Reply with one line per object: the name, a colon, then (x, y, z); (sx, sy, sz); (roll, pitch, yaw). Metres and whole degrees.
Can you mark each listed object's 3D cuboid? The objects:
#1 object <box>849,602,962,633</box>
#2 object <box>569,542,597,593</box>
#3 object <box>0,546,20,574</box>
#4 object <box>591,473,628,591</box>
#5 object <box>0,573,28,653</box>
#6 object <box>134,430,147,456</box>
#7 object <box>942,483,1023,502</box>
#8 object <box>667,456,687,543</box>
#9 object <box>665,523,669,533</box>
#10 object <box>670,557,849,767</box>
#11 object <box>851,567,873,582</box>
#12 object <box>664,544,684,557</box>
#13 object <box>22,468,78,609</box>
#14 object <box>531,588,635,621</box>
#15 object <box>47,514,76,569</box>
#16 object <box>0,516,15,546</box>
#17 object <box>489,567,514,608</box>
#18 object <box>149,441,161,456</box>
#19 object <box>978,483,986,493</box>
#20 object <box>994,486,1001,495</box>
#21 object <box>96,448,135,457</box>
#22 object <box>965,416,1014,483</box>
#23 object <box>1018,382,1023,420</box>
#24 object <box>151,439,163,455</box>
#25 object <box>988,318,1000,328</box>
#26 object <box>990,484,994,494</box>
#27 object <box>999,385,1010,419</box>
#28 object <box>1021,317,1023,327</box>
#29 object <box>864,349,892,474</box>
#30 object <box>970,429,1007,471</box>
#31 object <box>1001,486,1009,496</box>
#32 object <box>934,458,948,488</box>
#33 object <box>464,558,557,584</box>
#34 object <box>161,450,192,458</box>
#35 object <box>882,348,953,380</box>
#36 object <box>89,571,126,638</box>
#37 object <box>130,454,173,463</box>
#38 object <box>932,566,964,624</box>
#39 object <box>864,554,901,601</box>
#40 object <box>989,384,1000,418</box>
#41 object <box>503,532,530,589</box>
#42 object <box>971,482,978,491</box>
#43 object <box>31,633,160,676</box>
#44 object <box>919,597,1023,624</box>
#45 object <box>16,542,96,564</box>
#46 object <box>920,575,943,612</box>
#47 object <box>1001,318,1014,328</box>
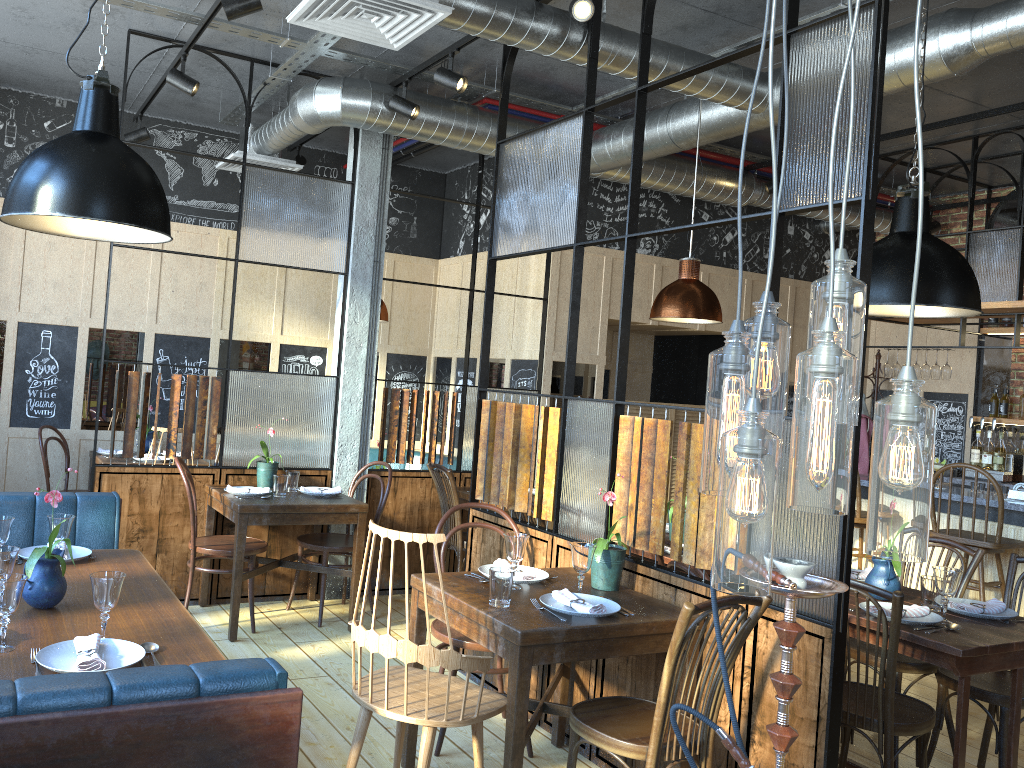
object: (1.408, 0.819, 3.159); (0.259, 0.051, 0.337); (4, 0, -27)
object: (0.245, 0.662, 3.112); (0.103, 0.192, 0.094); (4, -1, 35)
object: (-1.556, 0.597, 2.680); (0.098, 0.192, 0.098); (4, -1, -1)
object: (0.366, 0.554, 3.300); (0.140, 0.427, 0.207); (4, -1, 3)
object: (-1.353, 0.613, 2.354); (0.098, 0.192, 0.098); (4, -1, -1)
object: (-2.744, 0.435, 6.481); (0.103, 0.192, 0.094); (4, -1, 31)
object: (2.913, 0.645, 5.666); (0.192, 0.106, 0.799); (4, 0, -31)
object: (0.885, 0.589, 4.492); (0.203, 0.427, 0.146); (4, -1, 4)
object: (0.884, 0.777, 4.806); (0.259, 0.051, 0.337); (4, 0, -27)
object: (0.410, 0.642, 1.489); (0.161, 0.704, 0.272); (5, -1, -39)
object: (1.467, 0.822, 3.843); (0.259, 0.051, 0.337); (4, 0, -27)
object: (0.828, 0.774, 4.122); (0.259, 0.051, 0.337); (4, 0, -27)
object: (-1.449, 0.486, 2.755); (0.134, 0.431, 0.222); (4, -1, -12)
object: (0.244, 0.734, 2.964); (0.313, 0.051, 0.279); (4, 0, -26)
object: (-1.683, 0.586, 3.276); (0.098, 0.192, 0.098); (4, -1, -1)
object: (-1.842, 0.575, 3.156); (0.098, 0.192, 0.098); (4, -1, -1)
object: (-0.038, 0.678, 2.938); (0.080, 0.119, 0.088); (5, -1, -40)
object: (-2.610, 0.482, 6.433); (0.080, 0.119, 0.088); (5, -1, -40)
object: (3.073, 0.679, 5.764); (0.040, 0.059, 0.044); (5, -1, -40)
object: (3.130, 0.684, 5.684); (0.040, 0.059, 0.044); (5, -1, -40)
object: (-2.898, 0.495, 6.445); (0.258, 0.051, 0.338); (4, 0, -32)
object: (3.707, 0.506, 6.865); (0.196, 0.492, 0.323); (5, -1, -31)
object: (3.895, 0.131, 6.706); (0.057, 0.288, 0.055); (4, -1, 9)
object: (-2.679, 0.476, 6.642); (0.080, 0.119, 0.088); (5, -1, -40)
object: (3.825, -0.604, 6.983); (0.075, 0.330, 0.076); (4, -1, -6)
object: (3.113, 0.682, 5.728); (0.040, 0.059, 0.044); (5, -1, -40)
object: (3.823, 0.137, 6.837); (0.063, 0.263, 0.069); (5, -1, -43)
object: (3.928, -0.575, 6.807); (0.057, 0.288, 0.055); (4, -1, 9)
object: (3.101, 0.688, 7.669); (0.356, 1.989, 0.350); (4, -1, -8)
object: (3.719, 0.513, 6.871); (0.082, 0.303, 0.269); (5, -1, -31)
object: (3.156, 0.686, 5.642); (0.041, 0.059, 0.043); (4, -1, -20)
object: (2.844, 0.590, 5.853); (0.106, 0.197, 0.106); (4, -1, -2)
object: (-0.008, 0.714, 3.355); (0.313, 0.051, 0.279); (4, 0, -26)
object: (-2.513, 0.523, 6.652); (0.259, 0.051, 0.337); (4, 0, -27)
object: (2.801, -0.139, 6.104); (0.063, 0.208, 0.518); (5, 0, -31)
object: (-1.136, 0.628, 2.461); (0.098, 0.192, 0.098); (4, -1, -1)
object: (-2.536, 0.522, 6.253); (0.313, 0.051, 0.279); (4, 0, -26)
object: (1.557, 0.759, 3.163); (0.098, 0.192, 0.099); (4, -1, -5)
object: (1.473, 0.634, 3.458); (0.134, 0.431, 0.222); (4, -1, -12)
object: (3.782, 0.134, 6.905); (0.065, 0.263, 0.066); (4, -1, -8)
object: (0.010, 0.645, 3.211); (0.101, 0.192, 0.095); (4, -1, 17)
object: (3.045, 0.677, 5.809); (0.040, 0.059, 0.044); (5, -1, -40)
object: (-1.081, 0.704, 2.307); (0.313, 0.051, 0.279); (4, 0, -26)
object: (1.754, 0.844, 3.364); (0.259, 0.051, 0.337); (4, 0, -27)
object: (-1.788, 0.650, 3.412); (0.313, 0.051, 0.279); (4, 0, -26)
object: (1.595, 0.796, 3.349); (0.088, 0.119, 0.080); (4, -1, 43)
object: (3.892, -0.585, 6.903); (0.084, 0.303, 0.088); (4, -1, -19)
